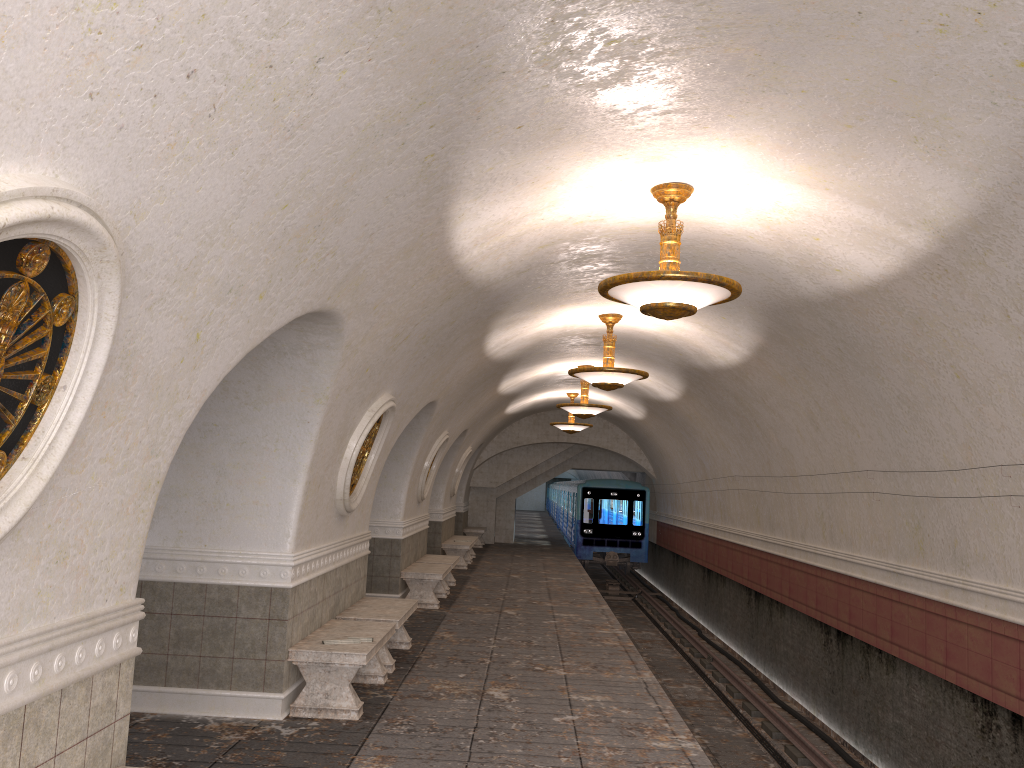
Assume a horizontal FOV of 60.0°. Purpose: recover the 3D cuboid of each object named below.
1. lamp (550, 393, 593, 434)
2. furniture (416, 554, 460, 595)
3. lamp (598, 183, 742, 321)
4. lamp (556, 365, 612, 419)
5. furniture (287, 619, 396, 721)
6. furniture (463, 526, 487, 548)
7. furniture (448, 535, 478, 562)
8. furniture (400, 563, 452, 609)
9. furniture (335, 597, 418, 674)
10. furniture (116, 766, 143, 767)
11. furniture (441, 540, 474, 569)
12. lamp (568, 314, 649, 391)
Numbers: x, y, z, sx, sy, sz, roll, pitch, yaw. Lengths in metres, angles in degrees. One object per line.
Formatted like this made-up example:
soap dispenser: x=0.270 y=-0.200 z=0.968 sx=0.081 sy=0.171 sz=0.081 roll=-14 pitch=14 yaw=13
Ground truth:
lamp: x=1.398 y=0.699 z=20.732 sx=1.008 sy=0.955 sz=1.008 roll=9 pitch=-9 yaw=-42
furniture: x=-1.266 y=3.240 z=15.142 sx=0.613 sy=0.508 sz=1.509 roll=3 pitch=-6 yaw=1
lamp: x=1.129 y=-0.924 z=6.338 sx=1.008 sy=0.955 sz=1.008 roll=5 pitch=-7 yaw=-14
lamp: x=1.308 y=0.158 z=15.934 sx=1.008 sy=0.955 sz=1.008 roll=1 pitch=-7 yaw=17
furniture: x=-1.409 y=2.377 z=7.490 sx=0.613 sy=0.508 sz=1.509 roll=3 pitch=-6 yaw=1
furniture: x=-1.070 y=4.425 z=25.657 sx=0.613 sy=0.508 sz=1.509 roll=3 pitch=-6 yaw=1
furniture: x=-1.156 y=3.907 z=21.066 sx=0.613 sy=0.508 sz=1.509 roll=3 pitch=-6 yaw=1
furniture: x=-1.297 y=3.051 z=13.472 sx=0.613 sy=0.508 sz=1.509 roll=3 pitch=-6 yaw=1
furniture: x=-1.377 y=2.565 z=9.160 sx=0.613 sy=0.508 sz=1.509 roll=3 pitch=-6 yaw=1
furniture: x=-1.489 y=1.892 z=3.190 sx=0.613 sy=0.508 sz=1.509 roll=3 pitch=-6 yaw=1
furniture: x=-1.187 y=3.719 z=19.396 sx=0.613 sy=0.508 sz=1.509 roll=3 pitch=-6 yaw=1
lamp: x=1.219 y=-0.383 z=11.137 sx=1.008 sy=0.955 sz=1.008 roll=1 pitch=-7 yaw=17
